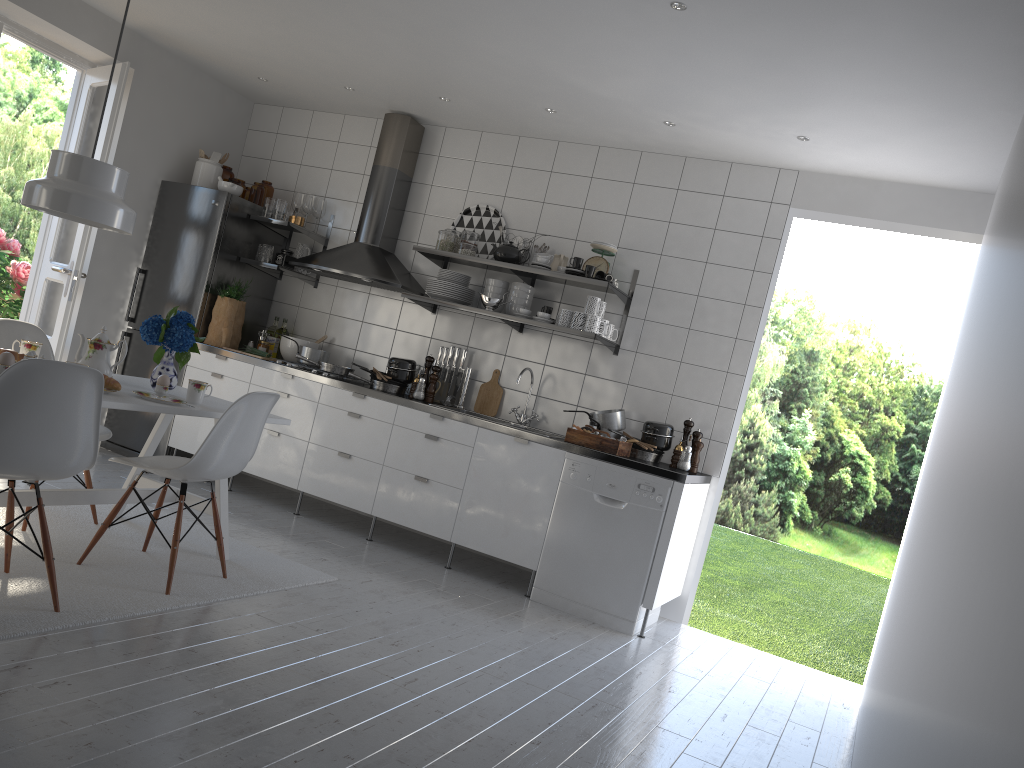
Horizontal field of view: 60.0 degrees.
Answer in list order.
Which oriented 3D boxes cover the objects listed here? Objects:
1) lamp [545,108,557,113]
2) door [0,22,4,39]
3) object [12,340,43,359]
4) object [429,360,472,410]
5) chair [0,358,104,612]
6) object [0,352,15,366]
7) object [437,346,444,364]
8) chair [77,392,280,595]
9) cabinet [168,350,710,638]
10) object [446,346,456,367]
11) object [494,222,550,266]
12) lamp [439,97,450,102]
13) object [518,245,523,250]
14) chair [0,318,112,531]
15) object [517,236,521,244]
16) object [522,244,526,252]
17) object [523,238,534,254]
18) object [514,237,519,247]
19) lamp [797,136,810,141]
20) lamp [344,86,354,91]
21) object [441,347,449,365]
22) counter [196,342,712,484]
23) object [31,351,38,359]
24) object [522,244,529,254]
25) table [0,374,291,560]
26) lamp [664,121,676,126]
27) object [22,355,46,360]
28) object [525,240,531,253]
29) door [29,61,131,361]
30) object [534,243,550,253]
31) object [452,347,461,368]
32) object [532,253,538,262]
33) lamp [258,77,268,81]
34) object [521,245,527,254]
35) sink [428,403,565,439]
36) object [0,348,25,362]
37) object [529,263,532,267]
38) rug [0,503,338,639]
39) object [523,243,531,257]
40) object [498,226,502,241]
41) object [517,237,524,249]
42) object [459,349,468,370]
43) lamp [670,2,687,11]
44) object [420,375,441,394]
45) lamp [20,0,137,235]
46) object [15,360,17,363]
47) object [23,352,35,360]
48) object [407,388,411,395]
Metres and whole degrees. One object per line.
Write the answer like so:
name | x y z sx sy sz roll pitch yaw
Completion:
lamp | 0.217 -1.515 4.880 0.064 0.030 0.064 14 0 16
door | -3.269 -0.927 4.745 0.156 2.329 0.603 15 2 24
object | -1.907 -0.120 3.491 0.078 0.095 0.091 15 1 22
object | -0.408 0.000 5.544 0.320 0.261 0.067 14 2 23
chair | -1.578 0.277 2.736 0.539 0.802 0.467 15 2 38
object | -1.598 -0.070 2.800 0.048 0.063 0.048 15 1 28
object | -0.452 -0.183 5.576 0.027 0.114 0.019 15 2 19
chair | -1.266 0.358 3.448 0.541 0.802 0.465 14 1 13
cabinet | -0.564 0.545 5.268 3.226 0.796 0.664 14 1 23
object | -0.384 -0.175 5.545 0.033 0.132 0.022 15 2 28
object | 0.025 -0.818 5.350 0.377 0.279 0.198 14 1 6
lamp | -0.389 -1.666 5.151 0.064 0.030 0.064 14 0 16
object | 0.008 -0.772 5.383 0.023 0.175 0.098 15 2 35
chair | -2.021 0.169 3.800 0.541 0.802 0.466 15 2 18
object | 0.012 -0.800 5.424 0.029 0.232 0.063 15 2 12
object | 0.042 -0.768 5.351 0.023 0.187 0.081 15 2 33
object | 0.067 -0.783 5.356 0.085 0.227 0.027 14 2 6
object | 0.009 -0.794 5.403 0.028 0.220 0.100 14 2 -5
lamp | 1.430 -1.212 4.337 0.064 0.030 0.064 14 0 16
lamp | -0.994 -1.817 5.422 0.064 0.030 0.064 14 0 16
object | -0.420 -0.175 5.562 0.027 0.114 0.019 15 2 19
counter | -0.460 0.140 5.259 3.227 0.045 0.652 14 0 23
object | -1.674 -0.067 3.078 0.069 0.102 0.065 15 1 24
object | 0.044 -0.766 5.317 0.090 0.181 0.023 14 2 -4
table | -1.785 0.299 3.298 0.811 0.661 1.831 14 0 24
lamp | 0.823 -1.363 4.609 0.064 0.030 0.064 14 0 16
object | -1.713 -0.067 3.223 0.186 0.084 0.141 14 0 24
object | 0.069 -0.778 5.378 0.069 0.217 0.020 13 3 -41
door | -2.708 -0.784 5.352 0.599 2.329 0.157 16 3 44
object | 0.162 -0.750 5.296 0.104 0.203 0.077 15 2 22
object | -0.346 -0.165 5.528 0.033 0.132 0.022 15 2 28
object | 0.154 -0.709 5.285 0.084 0.130 0.084 14 1 2
lamp | -1.600 -1.969 5.694 0.064 0.030 0.064 14 0 16
object | 0.028 -0.773 5.369 0.029 0.187 0.154 16 2 37
sink | -0.063 0.270 5.052 0.763 0.112 0.489 14 0 24
object | -1.870 -0.101 3.316 0.161 0.058 0.123 14 0 -12
object | 0.132 -0.672 5.161 0.079 0.048 0.082 14 0 -2
rug | -1.884 0.616 3.269 1.421 0.004 2.316 14 0 24
object | 0.064 -0.765 5.333 0.062 0.190 0.023 14 2 5
object | -0.063 -0.826 5.338 0.113 0.250 0.021 15 2 28
object | 0.038 -0.791 5.405 0.025 0.227 0.085 14 2 -7
object | -0.296 -0.153 5.506 0.046 0.132 0.022 15 2 27
lamp | 0.623 -1.417 3.300 0.064 0.030 0.064 14 0 16
object | -0.522 0.027 5.487 0.116 0.145 0.127 13 1 -28
lamp | -1.418 -1.239 3.201 0.375 1.325 0.371 13 2 -35
object | -1.799 -0.076 3.056 0.158 0.058 0.158 14 0 14
object | -1.649 -0.061 3.015 0.069 0.102 0.065 15 1 24
object | -0.619 0.043 5.549 0.066 0.067 0.052 14 1 -16
